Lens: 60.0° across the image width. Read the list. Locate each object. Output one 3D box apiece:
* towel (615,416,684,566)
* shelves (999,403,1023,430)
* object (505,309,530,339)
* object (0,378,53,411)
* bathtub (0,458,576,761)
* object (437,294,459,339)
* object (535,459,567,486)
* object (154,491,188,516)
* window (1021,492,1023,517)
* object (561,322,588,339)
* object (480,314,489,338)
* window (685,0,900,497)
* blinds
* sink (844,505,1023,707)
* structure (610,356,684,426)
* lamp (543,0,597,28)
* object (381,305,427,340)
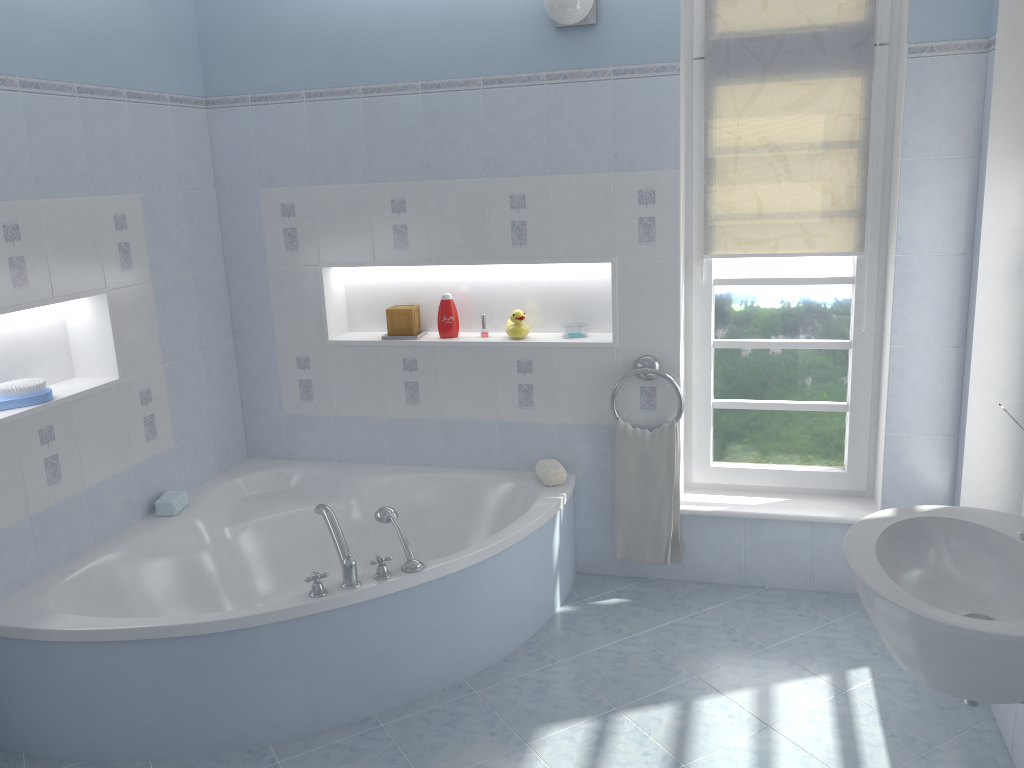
[{"bbox_3d":[0.553,0.435,3.587,0.280,0.635,0.083,1,14,16],"label":"towel"},{"bbox_3d":[1.143,0.137,1.772,0.170,0.045,0.620,1,14,16],"label":"shelves"},{"bbox_3d":[0.021,-0.252,3.702,0.095,0.122,0.132,-7,14,-19],"label":"object"},{"bbox_3d":[-1.725,0.068,2.814,0.172,0.065,0.534,5,15,29],"label":"object"},{"bbox_3d":[-0.691,0.671,3.230,1.596,0.670,1.578,1,14,15],"label":"bathtub"},{"bbox_3d":[-0.273,-0.289,3.771,0.092,0.190,0.044,-5,14,-9],"label":"object"},{"bbox_3d":[0.159,0.360,3.622,0.105,0.077,0.165,-6,14,-12],"label":"object"},{"bbox_3d":[-1.338,0.469,3.488,0.081,0.059,0.128,-2,13,3],"label":"object"},{"bbox_3d":[1.667,-0.346,2.506,0.142,2.067,0.963,1,14,16],"label":"window"},{"bbox_3d":[0.259,-0.222,3.676,0.102,0.053,0.072,-5,14,-9],"label":"object"},{"bbox_3d":[-0.119,-0.247,3.763,0.030,0.096,0.030,-6,14,-12],"label":"object"},{"bbox_3d":[1.061,-0.549,3.468,0.758,2.067,0.142,1,14,16],"label":"window"},{"bbox_3d":[1.020,-0.990,3.307,0.598,1.032,0.046,1,14,16],"label":"blinds"},{"bbox_3d":[0.991,0.469,1.897,0.533,0.489,0.634,1,14,16],"label":"sink"},{"bbox_3d":[0.536,0.055,3.519,0.291,0.332,0.051,1,14,16],"label":"structure"},{"bbox_3d":[0.205,-1.377,3.166,0.180,0.180,0.216,1,14,16],"label":"lamp"},{"bbox_3d":[-0.470,-0.271,3.850,0.160,0.130,0.160,0,14,10],"label":"object"}]
